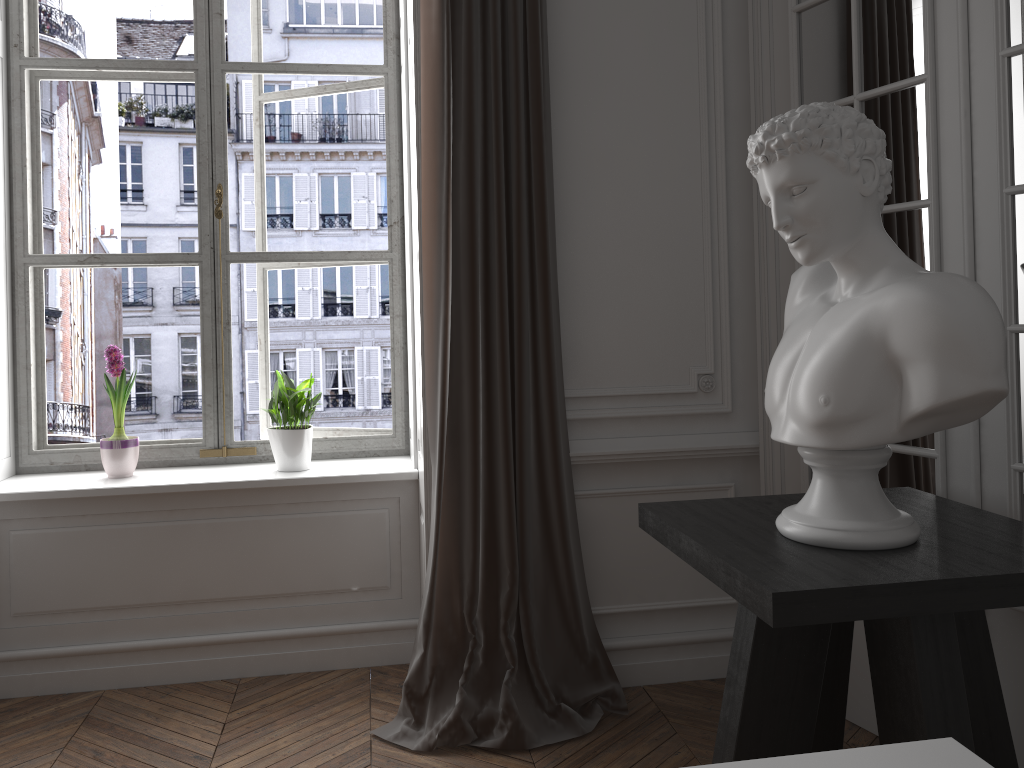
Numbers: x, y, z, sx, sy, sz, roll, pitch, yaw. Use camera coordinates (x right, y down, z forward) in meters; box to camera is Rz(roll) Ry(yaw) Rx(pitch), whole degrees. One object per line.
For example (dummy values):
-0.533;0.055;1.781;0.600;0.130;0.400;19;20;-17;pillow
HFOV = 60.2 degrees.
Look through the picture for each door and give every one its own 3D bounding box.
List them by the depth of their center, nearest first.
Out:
1.175;-0.327;2.246;0.086;2.737;1.564;-1;1;-25;door

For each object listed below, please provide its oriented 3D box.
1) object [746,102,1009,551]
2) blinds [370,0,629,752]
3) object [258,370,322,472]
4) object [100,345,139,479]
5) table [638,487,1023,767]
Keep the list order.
0.714;-0.140;1.880;0.393;0.924;0.634;-1;1;-9;object
-0.066;-0.531;2.656;0.778;3.103;0.342;-1;0;-15;blinds
-0.799;0.127;3.237;0.215;0.369;0.284;-2;1;-31;object
-1.411;0.095;3.176;0.129;0.476;0.129;-1;0;41;object
0.767;0.690;1.932;0.767;0.750;0.768;-2;2;-9;table
